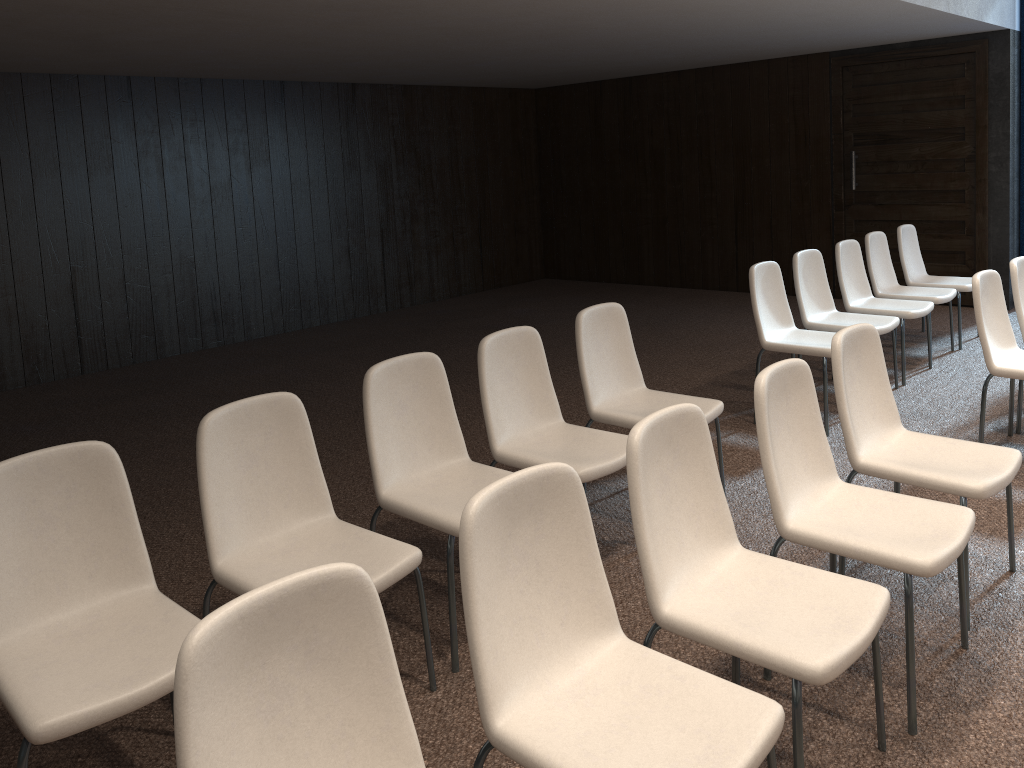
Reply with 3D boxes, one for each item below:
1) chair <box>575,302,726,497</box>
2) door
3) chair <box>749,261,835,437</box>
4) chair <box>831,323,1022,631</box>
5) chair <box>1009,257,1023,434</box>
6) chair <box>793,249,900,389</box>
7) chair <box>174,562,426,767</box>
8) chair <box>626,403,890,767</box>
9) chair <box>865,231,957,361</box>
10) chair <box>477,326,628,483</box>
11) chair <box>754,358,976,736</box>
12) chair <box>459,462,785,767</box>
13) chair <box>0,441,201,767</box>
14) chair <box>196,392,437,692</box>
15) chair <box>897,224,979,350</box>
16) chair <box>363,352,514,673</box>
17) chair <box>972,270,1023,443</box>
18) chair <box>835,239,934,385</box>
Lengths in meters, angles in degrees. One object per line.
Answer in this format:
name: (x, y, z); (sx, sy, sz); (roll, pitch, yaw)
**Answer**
chair: (0.604, 0.111, 3.882); (0.561, 0.884, 0.540); (4, 11, 42)
door: (3.752, -1.953, 8.297); (1.408, 2.362, 0.273); (5, 10, 43)
chair: (1.683, -0.243, 5.029); (0.561, 0.884, 0.540); (4, 11, 42)
chair: (1.458, 0.263, 3.106); (0.561, 0.884, 0.539); (5, 12, 45)
chair: (2.959, -0.212, 4.634); (0.561, 0.884, 0.540); (5, 11, 42)
chair: (2.085, -0.385, 5.493); (0.539, 0.884, 0.561); (-11, 12, -44)
chair: (-0.193, 0.810, 1.333); (0.539, 0.884, 0.561); (-11, 12, -43)
chair: (0.611, 0.543, 2.197); (0.561, 0.884, 0.540); (4, 11, 42)
chair: (2.889, -0.654, 6.369); (0.561, 0.884, 0.539); (5, 11, 43)
chair: (0.191, 0.250, 3.429); (0.561, 0.884, 0.540); (4, 11, 42)
chair: (1.051, 0.408, 2.631); (0.561, 0.884, 0.540); (4, 11, 42)
chair: (0.216, 0.672, 1.783); (0.539, 0.884, 0.561); (-11, 12, -44)
chair: (-1.015, 0.646, 2.145); (0.539, 0.884, 0.561); (-11, 12, -44)
chair: (-0.593, 0.516, 2.563); (0.561, 0.884, 0.540); (4, 11, 42)
chair: (3.301, -0.781, 6.775); (0.561, 0.884, 0.540); (5, 11, 42)
chair: (-0.190, 0.373, 3.031); (0.561, 0.884, 0.539); (5, 11, 43)
chair: (2.550, -0.086, 4.230); (0.561, 0.884, 0.539); (5, 12, 45)
chair: (2.510, -0.519, 5.923); (0.561, 0.884, 0.539); (5, 12, 43)
